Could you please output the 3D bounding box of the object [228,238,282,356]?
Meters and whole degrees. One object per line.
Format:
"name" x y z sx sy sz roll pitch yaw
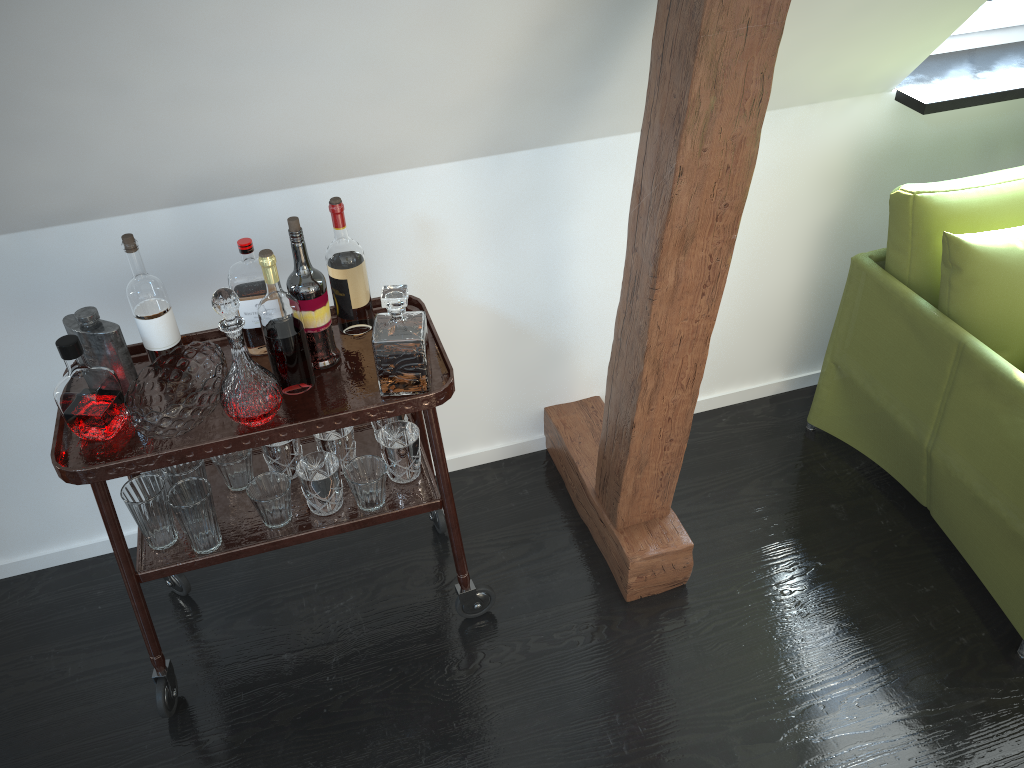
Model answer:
"object" -0.527 -0.182 1.839 0.099 0.257 0.067 -9 38 -8

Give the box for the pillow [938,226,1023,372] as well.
"pillow" 1.301 -0.110 2.009 0.475 0.387 0.600 -14 39 -15

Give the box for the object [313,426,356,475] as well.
"object" -0.400 0.141 2.026 0.095 0.119 0.095 21 44 28

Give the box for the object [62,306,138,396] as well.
"object" -0.824 -0.065 1.768 0.135 0.182 0.052 11 39 17

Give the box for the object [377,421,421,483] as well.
"object" -0.249 0.157 1.996 0.095 0.119 0.095 21 44 28

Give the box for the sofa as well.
"sofa" 2.011 -0.174 2.368 2.093 0.825 0.898 -13 39 -13

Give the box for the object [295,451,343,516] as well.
"object" -0.412 0.220 1.925 0.095 0.119 0.095 21 44 28

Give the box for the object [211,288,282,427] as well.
"object" -0.500 -0.049 1.635 0.114 0.292 0.114 30 48 35

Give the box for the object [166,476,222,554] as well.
"object" -0.649 0.278 1.836 0.087 0.155 0.087 -32 46 -33

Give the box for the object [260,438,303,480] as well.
"object" -0.521 0.154 2.017 0.095 0.119 0.095 21 44 28

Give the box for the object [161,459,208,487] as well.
"object" -0.692 0.221 1.912 0.087 0.155 0.087 -32 46 -33

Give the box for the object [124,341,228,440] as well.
"object" -0.642 0.018 1.718 0.151 0.092 0.245 5 38 11

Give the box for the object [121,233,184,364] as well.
"object" -0.715 -0.151 1.758 0.073 0.320 0.073 -19 40 -20

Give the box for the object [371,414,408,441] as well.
"object" -0.290 0.084 2.094 0.095 0.119 0.095 21 44 28

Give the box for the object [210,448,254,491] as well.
"object" -0.623 0.185 2.000 0.092 0.099 0.092 -28 44 -29

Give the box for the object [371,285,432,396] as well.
"object" -0.218 -0.091 1.735 0.101 0.211 0.101 -3 37 0

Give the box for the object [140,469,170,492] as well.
"object" -0.793 0.178 1.974 0.087 0.155 0.087 -32 46 -33

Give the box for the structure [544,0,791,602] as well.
"structure" -1.508 -0.044 1.506 12.350 1.963 1.023 -12 39 -12

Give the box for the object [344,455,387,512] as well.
"object" -0.313 0.222 1.933 0.092 0.099 0.092 -28 44 -29

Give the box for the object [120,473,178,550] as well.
"object" -0.748 0.272 1.849 0.087 0.155 0.087 -32 46 -33

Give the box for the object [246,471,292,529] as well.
"object" -0.512 0.254 1.903 0.092 0.099 0.092 -28 44 -29

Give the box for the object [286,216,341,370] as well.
"object" -0.406 -0.181 1.769 0.080 0.329 0.080 -19 40 -20

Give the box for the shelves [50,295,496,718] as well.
"shelves" -0.498 0.261 2.033 0.803 0.732 0.438 -15 39 -15

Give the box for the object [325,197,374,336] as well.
"object" -0.350 -0.250 1.876 0.081 0.308 0.081 -18 40 -19

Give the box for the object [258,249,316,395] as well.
"object" -0.445 -0.121 1.715 0.081 0.307 0.081 -9 38 -8

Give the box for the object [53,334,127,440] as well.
"object" -0.796 0.003 1.655 0.087 0.206 0.087 3 38 7
